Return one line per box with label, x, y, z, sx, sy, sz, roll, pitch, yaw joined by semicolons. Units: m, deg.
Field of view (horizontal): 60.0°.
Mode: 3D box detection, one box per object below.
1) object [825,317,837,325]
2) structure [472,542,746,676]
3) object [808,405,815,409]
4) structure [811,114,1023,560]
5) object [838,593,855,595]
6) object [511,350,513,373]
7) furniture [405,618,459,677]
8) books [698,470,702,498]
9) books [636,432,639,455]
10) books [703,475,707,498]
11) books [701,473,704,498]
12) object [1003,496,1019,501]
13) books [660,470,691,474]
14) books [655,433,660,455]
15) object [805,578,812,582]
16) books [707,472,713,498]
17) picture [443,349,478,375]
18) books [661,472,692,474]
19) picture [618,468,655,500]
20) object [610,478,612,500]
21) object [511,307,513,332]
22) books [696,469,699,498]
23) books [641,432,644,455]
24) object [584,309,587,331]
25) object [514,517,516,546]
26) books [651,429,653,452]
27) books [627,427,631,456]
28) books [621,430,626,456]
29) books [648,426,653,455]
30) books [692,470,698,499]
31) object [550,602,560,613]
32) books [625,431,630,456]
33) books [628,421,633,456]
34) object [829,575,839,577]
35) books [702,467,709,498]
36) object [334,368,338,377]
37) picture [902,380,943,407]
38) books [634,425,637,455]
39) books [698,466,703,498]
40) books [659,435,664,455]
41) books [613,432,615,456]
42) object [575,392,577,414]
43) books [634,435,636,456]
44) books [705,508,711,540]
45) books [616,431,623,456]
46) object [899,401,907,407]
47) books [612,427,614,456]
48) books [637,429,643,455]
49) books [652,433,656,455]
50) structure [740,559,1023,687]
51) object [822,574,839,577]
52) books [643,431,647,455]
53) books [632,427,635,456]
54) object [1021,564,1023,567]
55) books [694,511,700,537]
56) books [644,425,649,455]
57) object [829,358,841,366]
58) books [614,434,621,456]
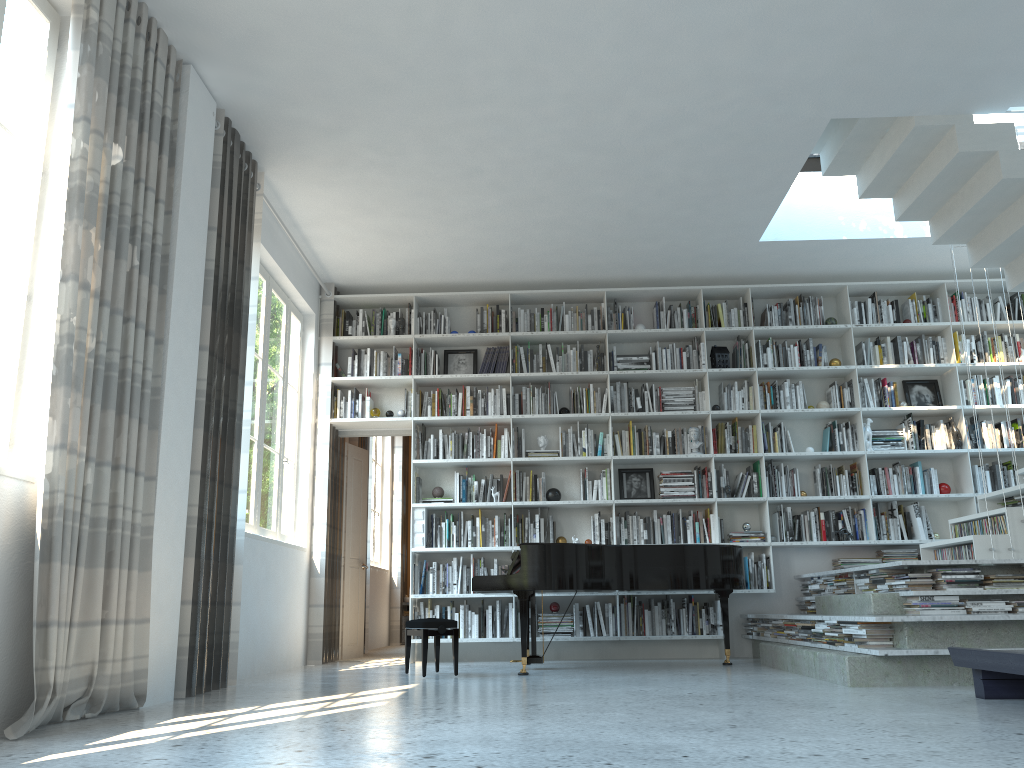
object;2.785;-0.530;7.740;0.104;0.105;0.104;10;-18;-38
structure;0.726;1.568;6.241;1.918;0.830;1.338;-1;-14;2
object;2.570;0.219;7.630;0.068;0.068;0.068;4;-15;-20
structure;3.272;-0.210;5.880;2.613;3.372;1.960;-1;-14;2
object;2.466;1.510;6.376;0.145;0.010;0.267;0;-14;-2
object;0.005;-0.161;7.847;0.012;0.253;0.161;-1;-14;2
furniture;-0.523;1.693;5.728;0.240;0.352;0.468;5;-15;-23
books;1.587;0.871;7.541;0.013;0.255;0.163;-1;-14;2
books;1.074;0.541;7.644;0.024;0.228;0.148;-1;-14;2
books;1.628;0.890;7.539;0.021;0.217;0.132;-1;-14;2
books;1.611;0.884;7.543;0.013;0.232;0.134;-1;-14;2
object;3.687;0.831;6.441;0.161;0.025;0.175;-2;-14;5
books;1.395;0.758;7.567;0.254;0.012;0.161;-2;-14;5
books;1.243;0.541;7.624;0.030;0.214;0.169;-1;-14;2
object;2.504;1.604;7.264;0.131;0.024;0.291;-2;-14;4
books;1.665;0.877;7.513;0.034;0.228;0.200;-1;-14;2
picture;-0.458;-0.168;7.912;0.300;0.299;0.078;-1;-14;2
books;1.395;0.771;7.566;0.254;0.012;0.161;-1;-14;-1
picture;1.069;0.870;7.607;0.300;0.299;0.078;-1;-14;2
object;0.837;0.912;7.574;0.017;0.215;0.104;-1;-14;2
object;0.000;-0.531;7.938;0.012;0.284;0.160;-1;-14;2
books;1.564;0.867;7.531;0.011;0.260;0.184;-1;-14;2
books;1.120;0.537;7.628;0.012;0.227;0.170;-1;-14;2
object;0.654;-0.528;7.913;0.010;0.246;0.157;-1;-14;2
object;0.026;1.262;7.499;0.012;0.253;0.161;-1;-14;2
books;1.198;0.527;7.642;0.011;0.251;0.131;-1;-14;2
books;1.008;0.518;7.658;0.010;0.283;0.137;-1;-14;2
books;0.961;0.534;7.649;0.026;0.247;0.139;-1;-14;2
books;1.177;0.513;7.618;0.028;0.267;0.190;-1;-14;2
books;1.552;0.871;7.533;0.012;0.253;0.161;-1;-14;2
object;0.352;1.840;7.304;0.086;0.087;0.086;4;-15;-20
books;0.988;0.536;7.642;0.029;0.239;0.156;-1;-14;2
books;1.019;0.490;7.620;0.014;0.316;0.188;-1;-14;2
object;2.483;1.451;6.687;0.144;0.005;0.258;-1;-14;2
books;1.643;0.856;7.529;0.011;0.279;0.186;-1;-14;2
object;-1.571;-0.150;7.881;0.035;0.295;0.177;-1;-14;2
picture;3.573;0.105;7.710;0.300;0.299;0.078;-1;-14;2
books;1.056;0.511;7.628;0.010;0.280;0.171;-1;-14;2
books;1.599;0.856;7.543;0.011;0.287;0.152;-1;-14;2
books;1.283;0.551;7.633;0.050;0.198;0.146;-1;-14;2
books;0.876;0.543;7.654;0.011;0.234;0.142;-1;-14;2
object;0.554;0.197;7.748;0.010;0.225;0.143;-1;-14;2
books;1.047;0.533;7.641;0.010;0.244;0.150;-1;-14;2
books;1.649;1.204;7.459;0.011;0.299;0.149;-1;-14;2
books;0.926;0.536;7.641;0.042;0.241;0.162;-1;-14;2
object;3.343;0.190;7.607;0.092;0.092;0.091;10;-18;-38
books;0.866;0.521;7.661;0.010;0.281;0.140;-1;-14;2
books;1.100;0.527;7.653;0.028;0.258;0.135;-1;-14;2
books;1.215;0.541;7.624;0.024;0.216;0.175;-1;-14;2
structure;3.172;1.529;5.853;2.899;0.657;3.122;-1;-14;2
object;2.468;1.445;6.689;0.159;0.007;0.286;-1;-14;-1
books;1.139;0.535;7.636;0.025;0.235;0.137;-1;-14;2
books;1.033;0.514;7.613;0.015;0.266;0.189;-1;-14;2
object;3.228;1.072;5.298;0.284;0.030;0.177;-1;-14;2
books;1.559;1.216;7.468;0.010;0.283;0.132;-1;-14;2
books;1.158;0.509;7.634;0.013;0.283;0.177;-1;-14;2
object;2.791;-0.171;7.658;0.100;0.101;0.101;4;-15;-20
books;0.908;0.549;7.626;0.053;0.208;0.156;-1;-14;2
